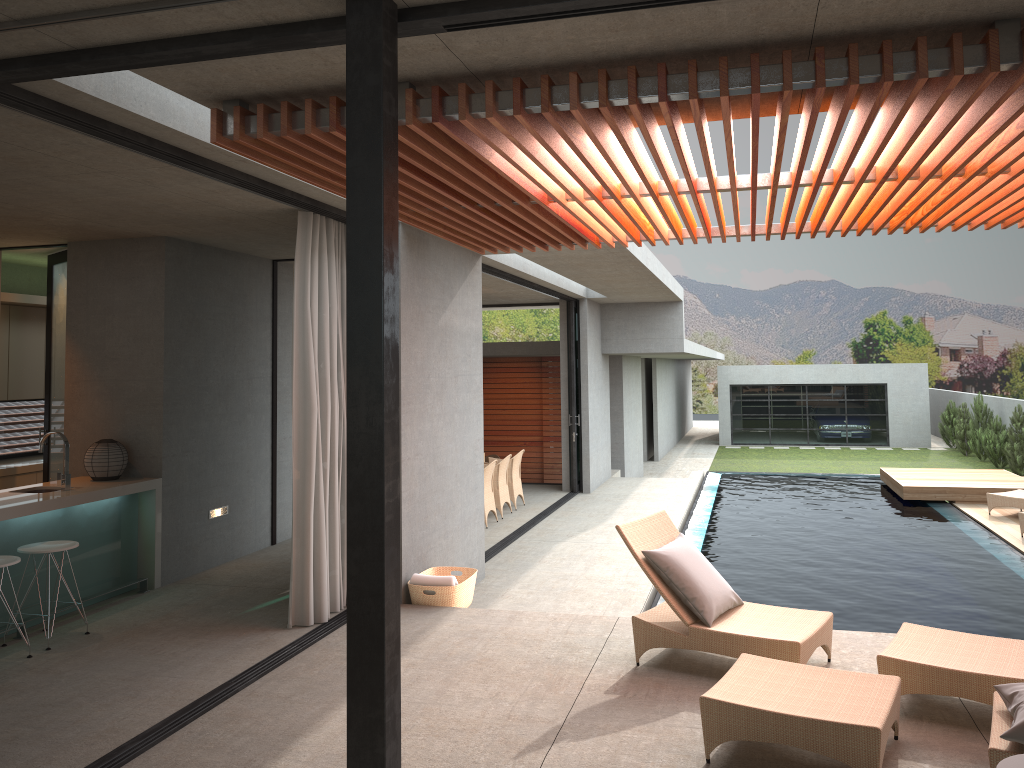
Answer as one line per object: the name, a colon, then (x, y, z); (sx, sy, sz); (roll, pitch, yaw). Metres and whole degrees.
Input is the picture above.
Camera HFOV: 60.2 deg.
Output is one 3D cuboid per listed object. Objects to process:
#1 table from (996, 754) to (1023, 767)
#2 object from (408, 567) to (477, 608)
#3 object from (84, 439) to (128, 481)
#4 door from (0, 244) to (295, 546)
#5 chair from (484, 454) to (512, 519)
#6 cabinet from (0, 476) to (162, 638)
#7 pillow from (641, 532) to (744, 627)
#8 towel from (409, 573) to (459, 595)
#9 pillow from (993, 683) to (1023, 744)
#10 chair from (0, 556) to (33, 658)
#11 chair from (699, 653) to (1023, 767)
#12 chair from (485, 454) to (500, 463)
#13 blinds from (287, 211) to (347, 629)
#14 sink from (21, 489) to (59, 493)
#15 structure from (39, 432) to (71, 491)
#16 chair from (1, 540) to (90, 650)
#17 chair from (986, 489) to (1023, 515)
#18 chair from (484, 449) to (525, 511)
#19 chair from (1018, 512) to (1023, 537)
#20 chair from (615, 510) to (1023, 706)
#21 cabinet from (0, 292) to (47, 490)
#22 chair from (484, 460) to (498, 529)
table: (1.886, 1.530, 2.932); (0.475, 0.395, 0.473); (-1, -1, -3)
object: (-0.546, 1.687, 7.056); (0.445, 0.302, 0.678); (-1, 0, 15)
object: (-3.385, 0.630, 7.372); (0.340, 0.336, 0.339); (-1, -1, 7)
door: (-2.415, 1.030, 2.546); (5.773, 4.492, 15.283); (-1, 1, -13)
chair: (-0.316, 1.428, 12.519); (0.629, 0.868, 0.615); (-1, -2, 15)
cabinet: (-3.857, 1.288, 5.517); (0.800, 0.902, 4.113); (-1, 1, 15)
pillow: (1.133, 1.207, 5.505); (0.426, 0.429, 0.607); (-2, -1, 33)
towel: (-0.581, 1.633, 6.914); (0.369, 0.313, 0.308); (-1, -1, 16)
pillow: (2.292, 1.352, 3.571); (0.593, 0.195, 0.594); (-1, 1, 26)
chair: (-3.265, 1.419, 5.478); (0.382, 0.627, 0.380); (-1, -3, 15)
chair: (2.017, 1.295, 3.773); (2.291, 0.831, 0.699); (-1, -1, 30)
chair: (-0.582, 1.917, 18.320); (0.629, 0.868, 0.616); (1, -3, -45)
blinds: (-1.388, 0.215, 6.612); (0.229, 2.949, 0.881); (-2, -3, 12)
sink: (-3.611, 0.904, 6.783); (0.374, 0.135, 0.373); (-1, 0, 15)
structure: (-3.514, 0.589, 6.756); (0.258, 0.444, 0.096); (-1, -4, 15)
chair: (-3.134, 1.409, 5.964); (0.382, 0.627, 0.380); (-1, -3, 15)
chair: (7.366, 1.390, 11.354); (0.700, 0.830, 2.288); (0, 0, -26)
chair: (-0.124, 1.412, 13.231); (0.629, 0.868, 0.615); (-1, -2, 15)
chair: (6.881, 1.427, 9.748); (0.700, 0.830, 2.288); (0, 0, -25)
chair: (1.771, 1.276, 5.077); (2.290, 0.831, 0.699); (0, -1, 34)
cabinet: (-5.006, 0.454, 6.283); (1.964, 2.576, 7.456); (-1, 0, 15)
chair: (-0.509, 1.443, 11.807); (0.629, 0.868, 0.615); (-1, -2, 15)
